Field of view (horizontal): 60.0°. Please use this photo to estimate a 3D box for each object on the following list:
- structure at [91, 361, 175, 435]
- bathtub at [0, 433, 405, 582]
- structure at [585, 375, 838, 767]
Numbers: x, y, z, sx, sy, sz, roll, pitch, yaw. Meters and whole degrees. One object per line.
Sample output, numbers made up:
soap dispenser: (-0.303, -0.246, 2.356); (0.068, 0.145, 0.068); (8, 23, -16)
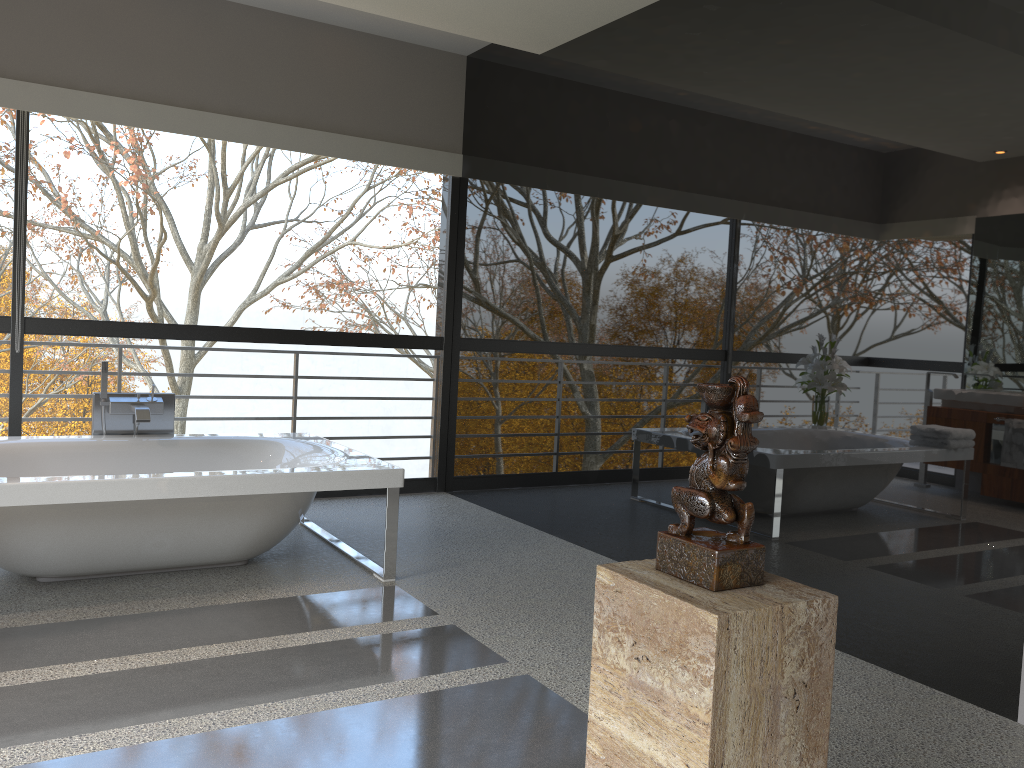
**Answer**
structure: (-1.929, 0.333, 4.555); (0.402, 0.884, 0.330); (1, 3, -31)
bathtub: (-1.667, 0.564, 4.023); (1.958, 0.504, 1.328); (1, 4, -31)
structure: (0.360, 0.518, 1.634); (0.292, 1.074, 0.328); (1, 3, -31)
